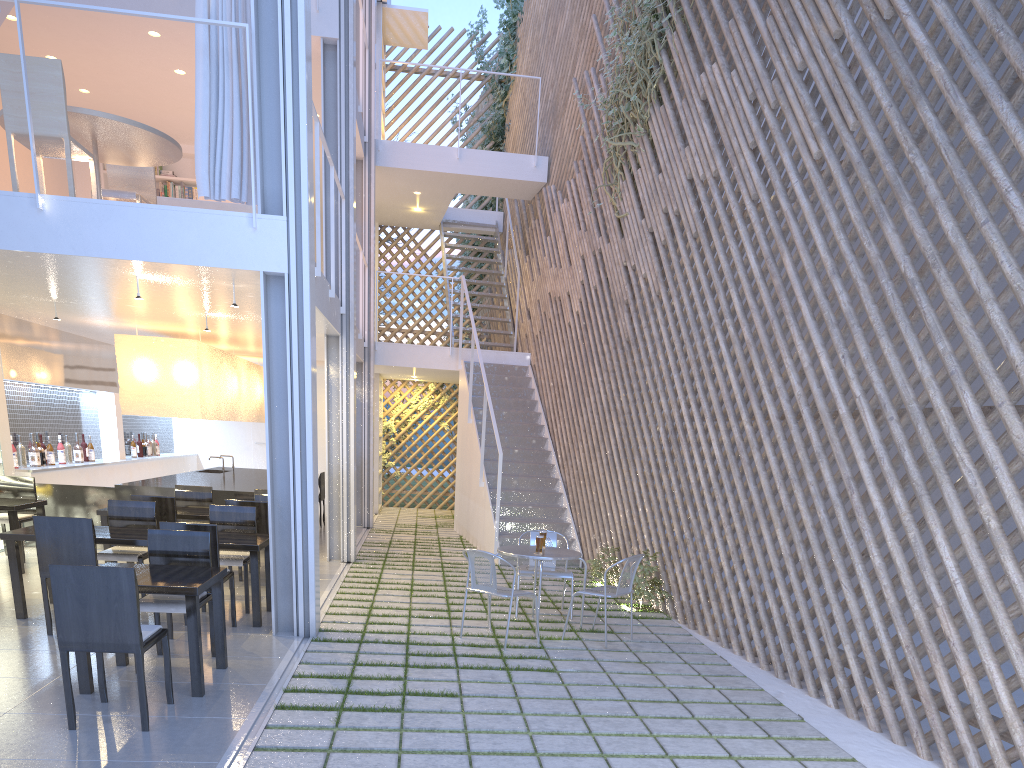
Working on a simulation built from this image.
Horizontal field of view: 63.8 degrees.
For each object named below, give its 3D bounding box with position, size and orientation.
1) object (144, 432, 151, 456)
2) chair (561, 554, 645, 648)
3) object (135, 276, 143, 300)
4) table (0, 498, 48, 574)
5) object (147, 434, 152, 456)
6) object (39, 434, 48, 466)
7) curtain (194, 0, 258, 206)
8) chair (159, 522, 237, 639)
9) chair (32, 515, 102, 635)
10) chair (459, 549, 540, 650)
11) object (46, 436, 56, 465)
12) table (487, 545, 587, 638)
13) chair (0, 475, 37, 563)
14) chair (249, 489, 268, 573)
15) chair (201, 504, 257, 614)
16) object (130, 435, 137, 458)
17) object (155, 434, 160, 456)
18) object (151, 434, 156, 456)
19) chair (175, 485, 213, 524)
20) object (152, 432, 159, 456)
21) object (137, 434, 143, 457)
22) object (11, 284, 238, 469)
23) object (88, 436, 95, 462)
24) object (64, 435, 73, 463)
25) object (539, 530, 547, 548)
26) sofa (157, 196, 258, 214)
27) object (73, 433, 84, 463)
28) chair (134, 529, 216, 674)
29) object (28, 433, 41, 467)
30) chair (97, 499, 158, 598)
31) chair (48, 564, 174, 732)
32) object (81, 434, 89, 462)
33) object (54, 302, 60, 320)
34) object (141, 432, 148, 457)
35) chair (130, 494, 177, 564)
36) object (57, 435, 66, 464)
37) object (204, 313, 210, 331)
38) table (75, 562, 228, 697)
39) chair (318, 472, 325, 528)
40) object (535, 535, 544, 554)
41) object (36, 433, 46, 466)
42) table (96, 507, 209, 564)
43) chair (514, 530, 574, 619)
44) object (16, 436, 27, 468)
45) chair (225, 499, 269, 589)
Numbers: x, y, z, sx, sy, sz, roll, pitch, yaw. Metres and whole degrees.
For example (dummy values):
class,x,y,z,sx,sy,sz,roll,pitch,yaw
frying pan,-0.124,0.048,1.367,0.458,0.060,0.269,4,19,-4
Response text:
class,x,y,z,sx,sy,sz,roll,pitch,yaw
object,-3.093,0.512,6.958,0.046,0.217,0.042,2,16,-4
chair,0.382,0.847,3.284,0.240,0.406,0.251,11,13,33
object,-1.349,-0.348,2.968,0.029,0.085,0.026,4,15,5
table,-2.515,0.735,4.016,0.360,0.354,0.329,3,7,-6
object,-3.100,0.524,7.028,0.043,0.199,0.044,16,20,38
object,-2.804,0.294,4.071,0.067,0.303,2.039,2,-3,-6
curtain,-1.014,-1.853,2.351,0.516,2.586,0.088,1,17,-9
chair,-1.138,0.709,3.007,0.192,0.468,0.218,2,13,-6
chair,-1.545,0.680,2.960,0.192,0.468,0.218,2,13,-6
chair,-0.058,0.811,3.154,0.252,0.406,0.239,12,14,38
object,-2.774,0.290,4.002,0.058,0.308,2.310,2,-3,-5
table,0.104,0.861,3.443,0.342,0.356,0.333,-3,10,-44
chair,-2.589,0.698,4.243,0.192,0.468,0.218,2,13,-6
chair,-1.286,0.788,4.380,0.192,0.468,0.218,2,13,-6
chair,-1.186,0.734,3.450,0.192,0.468,0.218,2,13,-6
object,-3.054,0.505,6.638,0.041,0.194,0.039,-8,19,-34
object,-3.110,0.533,7.200,0.043,0.199,0.039,5,16,6
object,-3.090,0.528,7.082,0.046,0.199,0.041,1,16,-6
chair,-1.694,0.759,4.333,0.192,0.468,0.218,2,13,-6
object,-3.105,0.522,7.138,0.045,0.217,0.043,14,19,34
object,-3.049,0.505,6.738,0.044,0.207,0.042,-1,16,-14
object,-1.977,0.056,3.850,1.677,0.870,1.747,3,1,-9
object,-2.958,0.456,5.778,0.041,0.194,0.039,-8,19,-34
object,-2.932,0.432,5.432,0.043,0.199,0.043,16,20,39
object,0.130,0.655,3.478,0.030,0.082,0.030,14,18,37
sofa,-1.506,-0.657,4.440,0.501,0.388,0.934,3,0,-6
object,-2.929,0.432,5.551,0.046,0.217,0.042,2,16,-4
chair,-1.066,0.687,2.590,0.192,0.468,0.218,2,13,-6
object,-2.766,0.291,3.987,0.047,0.304,1.897,2,-3,-6
chair,-1.593,0.706,3.403,0.192,0.468,0.218,2,13,-6
chair,-1.014,0.659,2.114,0.192,0.468,0.218,2,13,-6
object,-2.966,0.444,5.708,0.044,0.207,0.042,-1,16,-14
object,-2.123,-0.341,3.829,0.029,0.085,0.026,4,15,5
object,-3.080,0.507,6.876,0.046,0.218,0.042,1,16,-6
chair,-1.646,0.734,3.890,0.192,0.468,0.218,2,13,-6
object,-2.912,0.424,5.314,0.044,0.199,0.039,2,16,-5
object,-1.450,-0.294,3.907,0.029,0.085,0.026,4,15,5
table,-1.063,0.725,2.445,0.360,0.354,0.329,3,7,-6
chair,-1.597,0.901,6.434,0.241,0.469,0.174,2,14,-4
object,0.109,0.642,3.293,0.030,0.082,0.030,14,18,37
object,-2.771,0.294,4.031,0.106,0.303,1.971,2,-3,-4
table,-1.525,0.805,4.132,0.918,0.354,0.329,4,7,-6
chair,0.142,0.861,3.741,0.263,0.406,0.228,2,12,-6
object,-2.786,0.286,3.921,0.046,0.304,1.780,2,-3,-5
chair,-1.239,0.762,3.937,0.192,0.468,0.218,2,13,-6
